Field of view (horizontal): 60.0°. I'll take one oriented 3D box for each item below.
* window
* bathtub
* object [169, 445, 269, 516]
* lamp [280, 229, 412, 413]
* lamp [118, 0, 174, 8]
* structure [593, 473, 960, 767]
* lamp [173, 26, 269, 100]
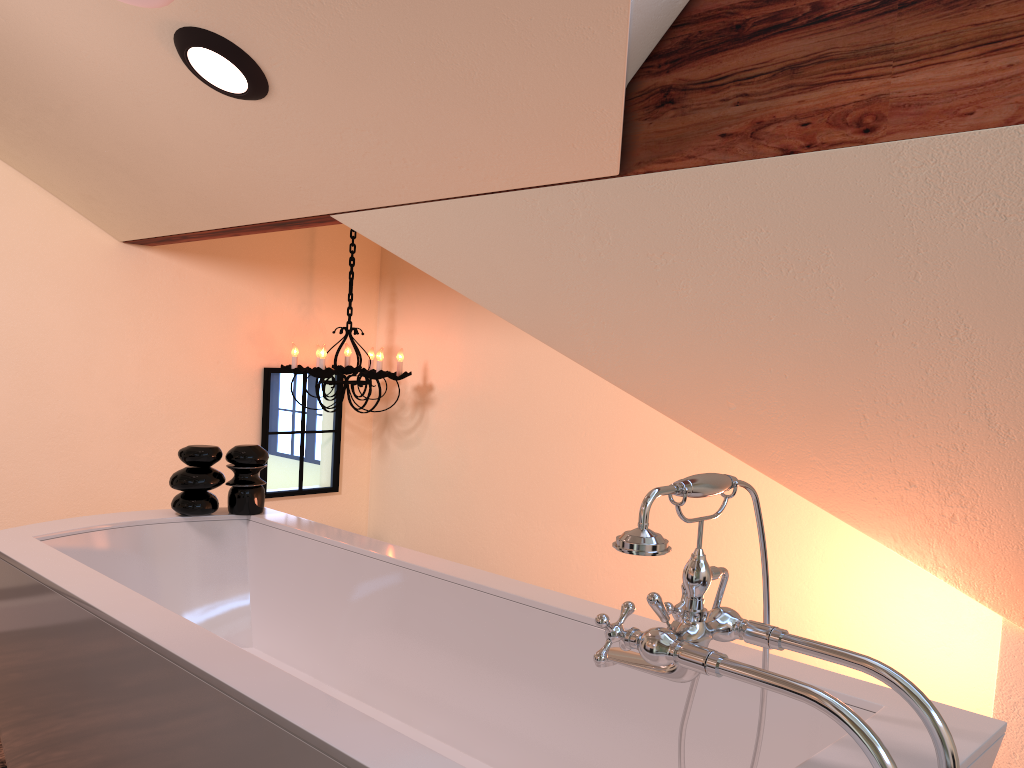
[{"bbox_3d":[-1.045,0.265,4.402,0.046,0.703,0.449,7,5,44],"label":"window"},{"bbox_3d":[-0.360,0.826,1.810,2.211,0.695,0.798,5,4,44],"label":"bathtub"},{"bbox_3d":[-0.856,0.310,2.594,0.276,0.229,0.156,2,4,-16],"label":"object"},{"bbox_3d":[-0.756,-0.419,4.112,0.541,1.128,0.614,0,5,-35],"label":"lamp"},{"bbox_3d":[-0.870,-1.018,1.838,0.369,0.172,0.329,5,3,39],"label":"lamp"},{"bbox_3d":[0.317,0.699,1.119,0.384,1.123,0.552,1,4,-31],"label":"structure"},{"bbox_3d":[-0.692,-0.843,2.115,0.246,0.130,0.214,5,3,40],"label":"lamp"}]
